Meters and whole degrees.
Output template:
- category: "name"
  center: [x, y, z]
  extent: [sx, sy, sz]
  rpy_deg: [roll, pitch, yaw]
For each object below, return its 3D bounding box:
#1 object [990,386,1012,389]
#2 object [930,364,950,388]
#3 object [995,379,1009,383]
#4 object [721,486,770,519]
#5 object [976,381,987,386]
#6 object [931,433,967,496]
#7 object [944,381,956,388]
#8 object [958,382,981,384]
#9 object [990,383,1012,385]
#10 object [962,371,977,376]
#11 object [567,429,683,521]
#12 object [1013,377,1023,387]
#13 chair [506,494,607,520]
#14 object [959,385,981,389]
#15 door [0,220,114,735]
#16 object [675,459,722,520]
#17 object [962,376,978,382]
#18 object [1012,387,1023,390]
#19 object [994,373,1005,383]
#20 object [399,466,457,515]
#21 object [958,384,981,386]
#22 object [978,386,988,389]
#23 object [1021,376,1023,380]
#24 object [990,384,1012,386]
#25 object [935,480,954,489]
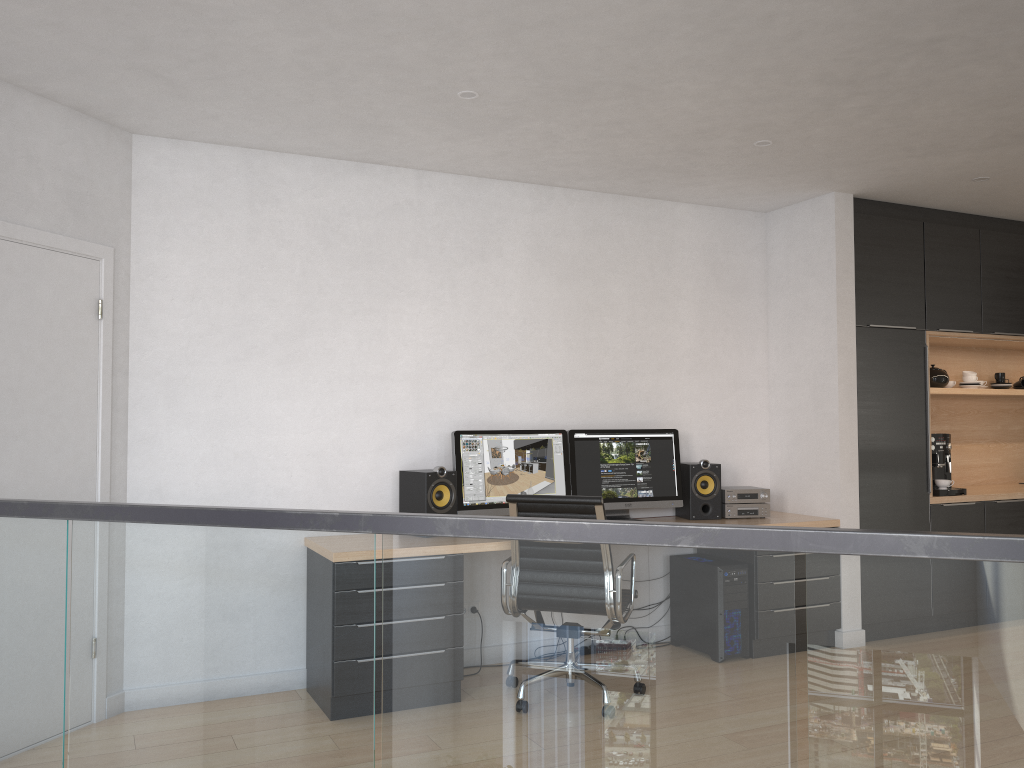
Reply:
- category: "object"
  center: [3.597, 0.030, 6.523]
  extent: [0.145, 0.025, 0.145]
  rpy_deg: [0, -3, -12]
- category: "object"
  center: [2.971, -0.053, 6.249]
  extent: [0.240, 0.171, 0.213]
  rpy_deg: [-1, -3, 11]
- category: "object"
  center: [3.671, 0.002, 6.650]
  extent: [0.066, 0.092, 0.084]
  rpy_deg: [1, -3, -19]
- category: "object"
  center: [1.381, 0.719, 5.391]
  extent: [0.285, 0.174, 0.270]
  rpy_deg: [0, -2, -10]
- category: "object"
  center: [3.429, 0.007, 6.542]
  extent: [0.095, 0.057, 0.099]
  rpy_deg: [1, -3, -28]
- category: "object"
  center: [2.860, 0.531, 6.002]
  extent: [0.618, 0.398, 0.584]
  rpy_deg: [1, -3, -25]
- category: "object"
  center: [3.141, 0.010, 6.389]
  extent: [0.099, 0.057, 0.095]
  rpy_deg: [-1, -3, 22]
- category: "object"
  center: [3.279, -0.001, 6.352]
  extent: [0.145, 0.025, 0.145]
  rpy_deg: [2, -3, -39]
- category: "object"
  center: [3.597, 0.006, 6.524]
  extent: [0.145, 0.025, 0.145]
  rpy_deg: [0, -3, -12]
- category: "object"
  center: [3.278, -0.059, 6.356]
  extent: [0.095, 0.075, 0.098]
  rpy_deg: [0, -3, -14]
- category: "object"
  center: [0.652, 0.531, 5.167]
  extent: [0.716, 0.535, 0.190]
  rpy_deg: [1, -3, -20]
- category: "object"
  center: [3.818, -0.009, 6.661]
  extent: [0.066, 0.093, 0.100]
  rpy_deg: [0, -3, -10]
- category: "chair"
  center: [0.270, 1.016, 4.317]
  extent: [0.664, 0.991, 0.699]
  rpy_deg: [-1, -3, 26]
- category: "object"
  center: [3.279, 0.024, 6.351]
  extent: [0.145, 0.025, 0.145]
  rpy_deg: [2, -3, -39]
- category: "door"
  center: [-1.997, 0.422, 3.577]
  extent: [0.085, 2.136, 0.974]
  rpy_deg: [-1, -3, 20]
- category: "object"
  center: [1.121, 0.628, 5.339]
  extent: [0.198, 0.354, 0.249]
  rpy_deg: [0, -2, -10]
- category: "object"
  center: [3.280, -0.025, 6.357]
  extent: [0.095, 0.057, 0.099]
  rpy_deg: [-2, -3, 37]
- category: "object"
  center: [3.842, 0.036, 6.666]
  extent: [0.145, 0.025, 0.145]
  rpy_deg: [1, -3, -23]
- category: "object"
  center: [3.590, -0.036, 6.522]
  extent: [0.066, 0.092, 0.084]
  rpy_deg: [-2, -3, 34]
- category: "object"
  center: [-0.433, 0.600, 4.597]
  extent: [0.198, 0.354, 0.249]
  rpy_deg: [2, -3, -40]
- category: "object"
  center: [3.280, 0.013, 6.354]
  extent: [0.145, 0.025, 0.145]
  rpy_deg: [2, -3, -39]
- category: "object"
  center: [3.430, 0.031, 6.539]
  extent: [0.145, 0.025, 0.145]
  rpy_deg: [0, -3, -12]
- category: "object"
  center: [3.878, -0.014, 6.681]
  extent: [0.066, 0.093, 0.100]
  rpy_deg: [1, -3, -15]
- category: "object"
  center: [3.600, 0.018, 6.523]
  extent: [0.145, 0.025, 0.145]
  rpy_deg: [0, -3, -12]
- category: "object"
  center: [2.790, 0.651, 5.742]
  extent: [0.095, 0.057, 0.099]
  rpy_deg: [1, -3, -23]
